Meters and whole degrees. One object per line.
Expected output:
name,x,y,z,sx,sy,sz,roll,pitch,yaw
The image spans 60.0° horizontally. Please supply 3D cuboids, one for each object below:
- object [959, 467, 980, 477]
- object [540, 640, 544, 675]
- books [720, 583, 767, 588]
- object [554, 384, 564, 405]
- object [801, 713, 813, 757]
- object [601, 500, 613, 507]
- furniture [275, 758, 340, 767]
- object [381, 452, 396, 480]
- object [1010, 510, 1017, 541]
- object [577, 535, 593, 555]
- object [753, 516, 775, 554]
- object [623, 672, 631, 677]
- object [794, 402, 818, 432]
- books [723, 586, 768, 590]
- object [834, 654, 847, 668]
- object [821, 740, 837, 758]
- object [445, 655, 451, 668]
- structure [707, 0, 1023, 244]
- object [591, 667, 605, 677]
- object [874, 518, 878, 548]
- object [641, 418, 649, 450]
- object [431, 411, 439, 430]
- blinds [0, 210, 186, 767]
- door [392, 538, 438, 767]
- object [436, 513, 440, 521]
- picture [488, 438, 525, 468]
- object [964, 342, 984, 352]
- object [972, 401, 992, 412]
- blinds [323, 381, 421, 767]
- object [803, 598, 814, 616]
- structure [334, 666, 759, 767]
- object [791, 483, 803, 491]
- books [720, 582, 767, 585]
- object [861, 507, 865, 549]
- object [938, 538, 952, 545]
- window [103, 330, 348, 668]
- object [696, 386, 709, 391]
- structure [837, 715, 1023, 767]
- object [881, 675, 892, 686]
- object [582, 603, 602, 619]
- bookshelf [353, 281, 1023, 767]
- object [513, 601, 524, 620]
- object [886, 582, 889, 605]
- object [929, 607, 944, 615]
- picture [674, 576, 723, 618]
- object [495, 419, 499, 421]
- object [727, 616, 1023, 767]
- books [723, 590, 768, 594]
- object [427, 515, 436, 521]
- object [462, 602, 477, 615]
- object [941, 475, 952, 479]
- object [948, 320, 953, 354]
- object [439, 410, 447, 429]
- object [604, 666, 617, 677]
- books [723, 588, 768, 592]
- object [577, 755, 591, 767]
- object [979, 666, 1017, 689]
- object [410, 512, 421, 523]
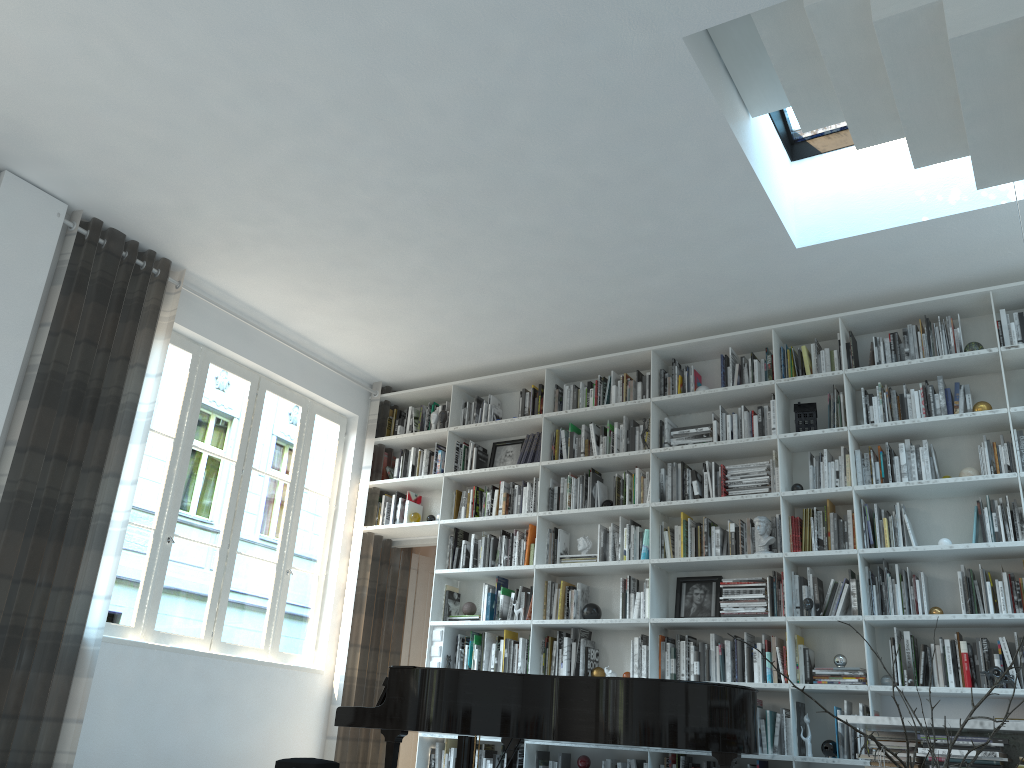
object,2.592,0.527,5.021,0.111,0.112,0.112,0,-22,9
object,0.240,1.869,5.982,0.012,0.253,0.161,-9,-25,30
books,1.446,1.253,5.460,0.285,0.012,0.160,-11,-26,32
object,0.360,0.161,6.665,0.012,0.284,0.160,-9,-25,30
object,1.618,1.925,4.868,0.053,0.224,0.046,-16,-29,40
object,0.663,0.845,6.105,0.097,0.098,0.097,7,-22,-8
furniture,-1.086,2.145,4.640,0.240,0.352,0.469,1,-22,7
object,-1.022,0.717,7.303,0.035,0.294,0.177,-9,-25,30
object,2.742,0.806,4.832,0.014,0.207,0.130,-9,-25,30
object,0.502,1.121,6.139,0.095,0.156,0.121,-17,-30,42
object,1.527,0.926,5.376,0.137,0.243,0.138,5,-22,-2
object,0.730,1.848,5.597,0.061,0.062,0.061,7,-22,-8
object,1.844,0.227,5.560,0.135,0.247,0.136,-5,-23,21
books,1.443,1.263,5.452,0.254,0.012,0.161,-8,-25,26
object,1.832,1.544,4.945,0.071,0.072,0.072,7,-22,-8
object,1.724,1.977,4.804,0.094,0.094,0.094,7,-22,-8
object,-0.449,1.972,6.205,0.045,0.146,0.045,11,-23,-18
structure,2.221,-0.162,3.271,2.616,3.367,1.961,-9,-25,30
object,0.560,1.882,5.748,0.091,0.091,0.091,0,-22,9
object,2.139,0.899,5.162,0.013,0.207,0.140,-9,-25,30
object,0.910,0.353,6.032,0.075,0.253,0.075,0,-22,10
object,-0.619,0.312,7.051,0.067,0.197,0.067,10,-23,-14
blinds,-2.472,0.611,4.905,0.140,3.217,0.779,-9,-25,30
door,-0.574,2.292,7.029,0.834,1.972,0.789,-9,-25,30
object,-0.548,1.029,6.823,0.071,0.072,0.072,0,-22,9
picture,-0.038,0.570,6.802,0.300,0.298,0.078,-9,-25,30
object,2.691,-0.194,5.165,0.104,0.105,0.104,7,-22,-8
object,2.671,0.148,5.034,0.100,0.101,0.101,0,-22,9
blinds,-1.042,1.610,7.098,0.140,3.217,0.779,-9,-25,30
object,1.696,1.280,5.075,0.054,0.113,0.079,-9,-25,29
structure,0.248,1.935,4.509,1.920,0.829,1.339,-9,-26,30
object,1.740,0.642,5.407,0.071,0.072,0.072,7,-22,-8
books,1.443,1.240,5.459,0.285,0.012,0.160,-7,-25,25
object,2.087,0.880,5.224,0.013,0.282,0.135,-9,-25,30
object,2.404,0.892,4.923,0.071,0.072,0.072,7,-22,-8
window,-1.906,0.847,6.157,0.073,2.000,1.990,-9,-25,30
object,1.299,0.064,6.031,0.105,0.105,0.105,0,-22,9
structure,2.189,1.558,3.014,2.902,0.656,3.123,-10,-26,30
object,2.058,1.633,4.859,0.071,0.072,0.072,7,-22,-8
object,0.532,1.529,5.910,0.134,0.134,0.134,7,-22,-8
bookshelf,1.485,1.159,5.396,6.302,3.129,0.331,-10,-25,30
object,0.041,1.549,6.046,0.081,0.139,0.044,-2,-23,15
object,2.149,1.213,5.036,0.007,0.265,0.135,-9,-25,30
object,2.324,1.257,4.857,0.071,0.072,0.072,7,-22,-8
picture,1.186,1.372,5.642,0.300,0.298,0.078,-9,-25,30
object,-0.105,0.315,6.854,0.082,0.083,0.083,0,-22,9
object,0.442,0.472,1.057,0.436,0.519,0.310,15,-24,-25
books,1.441,1.286,5.443,0.254,0.012,0.161,-8,-25,26
object,-0.628,1.052,6.891,0.071,0.072,0.072,0,-22,9
object,-0.308,1.631,6.417,0.105,0.106,0.106,0,-22,9
object,2.480,0.555,5.052,0.068,0.068,0.068,0,-22,9
object,2.650,-0.232,5.335,0.006,0.296,0.130,-9,-25,30
object,-0.550,0.300,7.010,0.067,0.197,0.067,10,-23,-14
object,0.629,1.841,5.636,0.078,0.094,0.060,22,-28,-37
books,1.443,1.275,5.449,0.254,0.012,0.161,-8,-25,27
object,0.452,2.376,5.564,0.086,0.086,0.086,0,-22,9
object,2.452,1.483,4.477,0.160,0.113,0.065,-4,-23,18
object,-0.752,1.044,6.914,0.087,0.087,0.087,7,-22,-8
